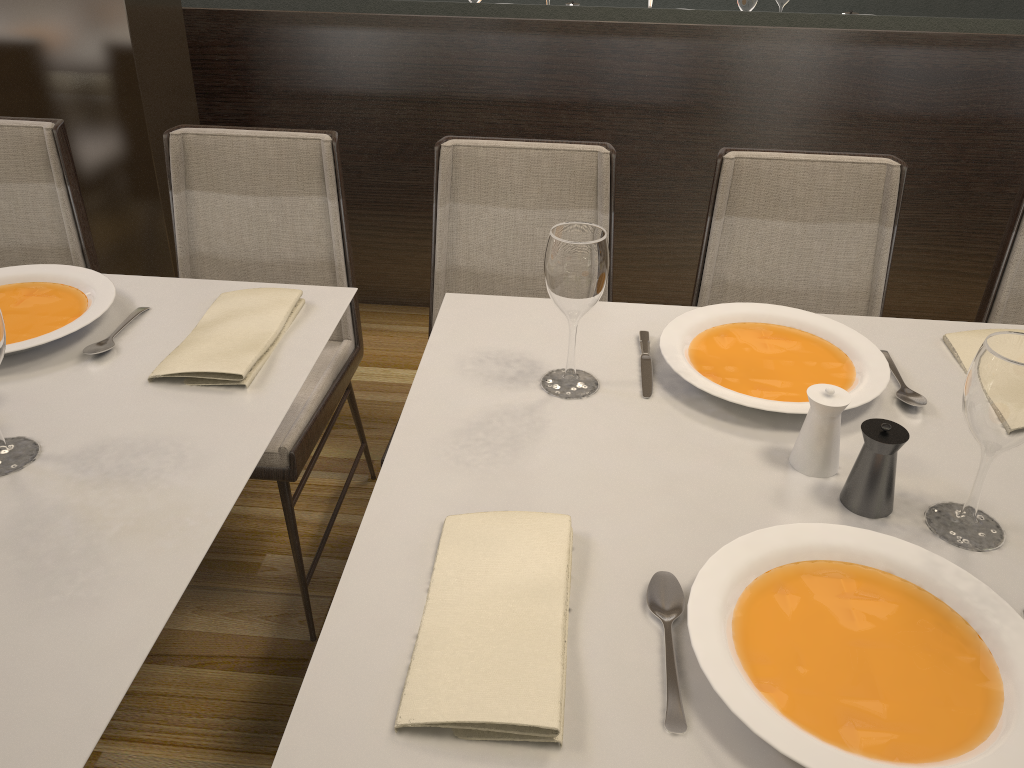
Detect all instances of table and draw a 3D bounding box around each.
[{"bbox_3d":[0.340,0.443,1.246,1.010,0.747,0.953,4,30,4],"label":"table"},{"bbox_3d":[-0.816,0.370,1.331,1.010,0.747,0.953,4,30,4],"label":"table"}]

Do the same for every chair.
[{"bbox_3d":[-1.152,-0.048,1.882,0.412,0.890,0.576,3,30,4],"label":"chair"},{"bbox_3d":[-0.002,0.024,1.798,0.412,0.890,0.576,3,30,4],"label":"chair"},{"bbox_3d":[0.557,0.059,1.757,0.412,0.890,0.576,3,30,4],"label":"chair"},{"bbox_3d":[-0.563,-0.011,1.839,0.412,0.890,0.576,3,30,4],"label":"chair"},{"bbox_3d":[1.148,0.096,1.713,0.412,0.890,0.576,3,30,4],"label":"chair"}]

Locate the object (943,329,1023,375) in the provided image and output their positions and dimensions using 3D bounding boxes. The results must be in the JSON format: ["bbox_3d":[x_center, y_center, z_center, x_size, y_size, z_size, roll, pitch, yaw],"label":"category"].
[{"bbox_3d":[0.732,-0.002,1.261,0.142,0.032,0.278,4,31,4],"label":"object"}]

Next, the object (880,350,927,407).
[{"bbox_3d":[0.556,-0.011,1.271,0.038,0.015,0.184,4,31,5],"label":"object"}]

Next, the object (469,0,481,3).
[{"bbox_3d":[-0.152,-1.571,3.652,0.086,0.227,0.087,10,31,14],"label":"object"}]

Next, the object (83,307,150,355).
[{"bbox_3d":[-0.600,-0.084,1.356,0.038,0.015,0.184,4,31,5],"label":"object"}]

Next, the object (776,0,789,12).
[{"bbox_3d":[1.151,-1.623,3.781,0.087,0.227,0.087,-24,38,-36],"label":"object"}]

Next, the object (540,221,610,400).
[{"bbox_3d":[0.084,-0.098,1.197,0.086,0.227,0.088,7,30,9],"label":"object"}]

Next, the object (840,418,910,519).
[{"bbox_3d":[0.413,0.091,1.006,0.059,0.107,0.060,-1,30,-3],"label":"object"}]

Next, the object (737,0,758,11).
[{"bbox_3d":[0.943,-1.502,3.572,0.086,0.227,0.087,4,30,4],"label":"object"}]

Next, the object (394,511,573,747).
[{"bbox_3d":[-0.016,0.222,0.861,0.142,0.032,0.278,4,31,4],"label":"object"}]

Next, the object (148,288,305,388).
[{"bbox_3d":[-0.424,-0.075,1.346,0.142,0.032,0.278,4,31,4],"label":"object"}]

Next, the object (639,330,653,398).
[{"bbox_3d":[0.197,-0.032,1.299,0.017,0.010,0.188,4,31,4],"label":"object"}]

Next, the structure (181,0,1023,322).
[{"bbox_3d":[2.173,-1.167,3.766,10.747,0.983,2.414,4,31,4],"label":"structure"}]

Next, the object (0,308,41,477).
[{"bbox_3d":[-0.619,-0.009,1.025,0.087,0.227,0.087,-24,38,-36],"label":"object"}]

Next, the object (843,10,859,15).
[{"bbox_3d":[1.380,-1.466,3.634,0.069,0.124,0.069,21,36,31],"label":"object"}]

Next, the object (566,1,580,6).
[{"bbox_3d":[0.253,-1.546,3.733,0.069,0.124,0.070,0,30,-1],"label":"object"}]

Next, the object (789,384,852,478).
[{"bbox_3d":[0.374,0.052,1.070,0.059,0.107,0.060,-1,30,-3],"label":"object"}]

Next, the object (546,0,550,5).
[{"bbox_3d":[0.158,-1.686,3.854,0.086,0.227,0.087,10,31,14],"label":"object"}]

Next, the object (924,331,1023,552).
[{"bbox_3d":[0.511,0.062,0.942,0.086,0.227,0.087,-20,36,-32],"label":"object"}]

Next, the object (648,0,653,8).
[{"bbox_3d":[0.583,-1.778,3.612,0.390,0.645,0.134,9,31,14],"label":"object"}]

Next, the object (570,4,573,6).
[{"bbox_3d":[0.242,-1.504,3.661,0.069,0.124,0.070,0,30,-1],"label":"object"}]

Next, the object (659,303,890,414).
[{"bbox_3d":[0.374,-0.032,1.285,0.321,0.035,0.327,-6,31,-11],"label":"object"}]

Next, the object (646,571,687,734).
[{"bbox_3d":[0.146,0.245,0.830,0.038,0.015,0.184,4,31,5],"label":"object"}]

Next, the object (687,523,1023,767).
[{"bbox_3d":[0.322,0.247,0.817,0.321,0.035,0.327,-6,31,-11],"label":"object"}]

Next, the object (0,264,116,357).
[{"bbox_3d":[-0.782,-0.105,1.370,0.322,0.035,0.327,-8,32,-15],"label":"object"}]
